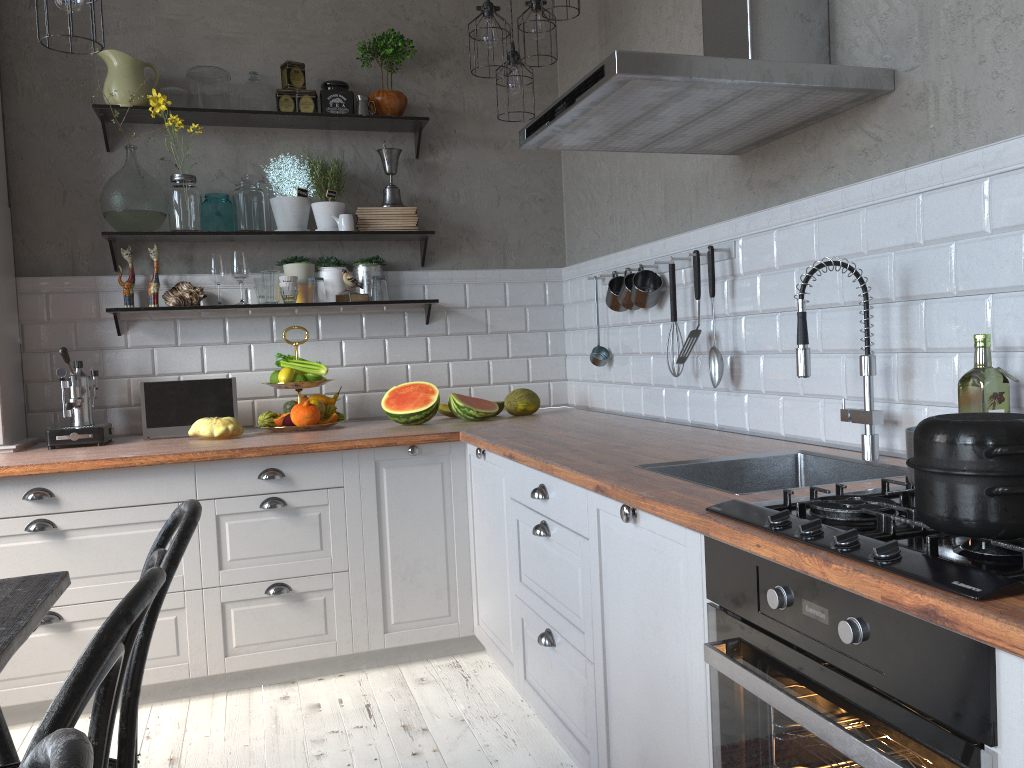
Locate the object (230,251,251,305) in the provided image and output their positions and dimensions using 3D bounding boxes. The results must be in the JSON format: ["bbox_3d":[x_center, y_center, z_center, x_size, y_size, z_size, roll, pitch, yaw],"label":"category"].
[{"bbox_3d":[-1.113,-0.433,3.634,0.083,0.217,0.080,-4,3,-31],"label":"object"}]

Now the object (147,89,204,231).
[{"bbox_3d":[-1.333,-0.878,3.515,0.195,0.540,0.276,-4,3,-25],"label":"object"}]

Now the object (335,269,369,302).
[{"bbox_3d":[-0.686,-0.423,3.815,0.098,0.147,0.121,-1,3,40],"label":"object"}]

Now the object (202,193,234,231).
[{"bbox_3d":[-1.229,-0.705,3.704,0.127,0.172,0.125,-3,3,-14],"label":"object"}]

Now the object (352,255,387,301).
[{"bbox_3d":[-0.627,-0.463,3.934,0.161,0.213,0.151,-4,3,-20],"label":"object"}]

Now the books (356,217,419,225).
[{"bbox_3d":[-0.550,-0.720,3.906,0.264,0.011,0.156,-3,2,-15],"label":"books"}]

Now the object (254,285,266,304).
[{"bbox_3d":[-1.055,-0.374,3.768,0.078,0.083,0.078,-3,2,0],"label":"object"}]

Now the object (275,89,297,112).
[{"bbox_3d":[-0.950,-1.173,3.726,0.084,0.113,0.082,-3,3,-17],"label":"object"}]

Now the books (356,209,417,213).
[{"bbox_3d":[-0.551,-0.752,3.905,0.263,0.016,0.156,-3,2,-9],"label":"books"}]

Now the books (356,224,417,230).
[{"bbox_3d":[-0.548,-0.687,3.907,0.262,0.016,0.157,-3,2,-6],"label":"books"}]

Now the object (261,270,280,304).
[{"bbox_3d":[-1.006,-0.402,3.705,0.080,0.139,0.077,-5,4,-45],"label":"object"}]

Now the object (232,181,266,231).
[{"bbox_3d":[-1.086,-0.726,3.658,0.124,0.206,0.125,-2,3,5],"label":"object"}]

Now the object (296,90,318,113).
[{"bbox_3d":[-0.865,-1.178,3.751,0.083,0.113,0.082,-3,3,-7],"label":"object"}]

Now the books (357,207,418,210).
[{"bbox_3d":[-0.552,-0.763,3.904,0.263,0.011,0.156,-3,2,-12],"label":"books"}]

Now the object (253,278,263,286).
[{"bbox_3d":[-1.057,-0.407,3.766,0.078,0.083,0.078,-3,2,0],"label":"object"}]

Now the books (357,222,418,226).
[{"bbox_3d":[-0.549,-0.698,3.907,0.263,0.016,0.156,-3,2,-9],"label":"books"}]

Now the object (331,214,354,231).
[{"bbox_3d":[-0.705,-0.682,3.760,0.105,0.071,0.063,-2,3,12],"label":"object"}]

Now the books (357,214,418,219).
[{"bbox_3d":[-0.550,-0.730,3.906,0.263,0.011,0.156,-3,2,-12],"label":"books"}]

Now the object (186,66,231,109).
[{"bbox_3d":[-1.241,-1.191,3.636,0.169,0.184,0.174,-2,3,22],"label":"object"}]

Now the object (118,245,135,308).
[{"bbox_3d":[-1.557,-0.431,3.584,0.060,0.264,0.054,0,3,44],"label":"object"}]

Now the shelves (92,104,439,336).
[{"bbox_3d":[-0.998,-0.660,3.751,1.333,0.923,0.225,-3,3,-18],"label":"shelves"}]

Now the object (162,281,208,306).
[{"bbox_3d":[-1.342,-0.367,3.616,0.180,0.111,0.094,-5,3,-40],"label":"object"}]

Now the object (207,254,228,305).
[{"bbox_3d":[-1.225,-0.430,3.695,0.083,0.217,0.080,-4,3,-31],"label":"object"}]

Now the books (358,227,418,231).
[{"bbox_3d":[-0.548,-0.677,3.908,0.263,0.011,0.156,-3,2,-12],"label":"books"}]

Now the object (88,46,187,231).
[{"bbox_3d":[-1.516,-0.937,3.498,0.331,0.674,0.341,-1,3,41],"label":"object"}]

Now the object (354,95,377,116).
[{"bbox_3d":[-0.626,-1.182,3.780,0.094,0.096,0.073,-3,3,-17],"label":"object"}]

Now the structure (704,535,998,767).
[{"bbox_3d":[0.696,0.559,1.335,0.626,0.623,0.614,-3,3,-17],"label":"structure"}]

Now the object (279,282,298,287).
[{"bbox_3d":[-0.928,-0.395,3.687,0.077,0.051,0.077,-3,2,1],"label":"object"}]

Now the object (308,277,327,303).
[{"bbox_3d":[-0.832,-0.398,3.775,0.079,0.108,0.076,-4,3,-24],"label":"object"}]

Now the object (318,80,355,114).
[{"bbox_3d":[-0.762,-1.217,3.836,0.144,0.174,0.140,-3,3,-17],"label":"object"}]

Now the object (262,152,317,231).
[{"bbox_3d":[-0.935,-0.814,3.799,0.245,0.354,0.234,-3,2,0],"label":"object"}]

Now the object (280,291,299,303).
[{"bbox_3d":[-0.926,-0.361,3.688,0.078,0.051,0.076,-4,3,-25],"label":"object"}]

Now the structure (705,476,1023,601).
[{"bbox_3d":[0.652,0.196,1.315,0.502,0.031,0.598,-3,3,-17],"label":"structure"}]

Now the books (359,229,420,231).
[{"bbox_3d":[-0.547,-0.665,3.909,0.264,0.011,0.156,-3,2,-15],"label":"books"}]

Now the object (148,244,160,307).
[{"bbox_3d":[-1.451,-0.436,3.603,0.052,0.264,0.062,-2,3,19],"label":"object"}]

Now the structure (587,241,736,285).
[{"bbox_3d":[0.501,-0.428,3.232,0.096,0.053,1.072,-3,3,-16],"label":"structure"}]

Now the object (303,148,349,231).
[{"bbox_3d":[-0.794,-0.832,3.792,0.166,0.380,0.187,-1,3,33],"label":"object"}]

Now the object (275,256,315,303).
[{"bbox_3d":[-0.931,-0.450,3.815,0.160,0.217,0.153,-5,3,-38],"label":"object"}]

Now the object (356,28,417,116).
[{"bbox_3d":[-0.530,-1.340,3.861,0.260,0.397,0.242,-2,3,7],"label":"object"}]

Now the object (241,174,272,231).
[{"bbox_3d":[-1.107,-0.760,3.807,0.132,0.264,0.130,-3,3,-12],"label":"object"}]

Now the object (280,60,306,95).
[{"bbox_3d":[-0.919,-1.286,3.721,0.084,0.113,0.081,-5,3,-37],"label":"object"}]

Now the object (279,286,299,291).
[{"bbox_3d":[-0.927,-0.378,3.687,0.078,0.051,0.076,-4,3,-25],"label":"object"}]

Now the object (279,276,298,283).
[{"bbox_3d":[-0.929,-0.421,3.685,0.079,0.051,0.076,-4,3,-32],"label":"object"}]

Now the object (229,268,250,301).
[{"bbox_3d":[-1.141,-0.435,3.718,0.083,0.217,0.080,-4,3,-31],"label":"object"}]

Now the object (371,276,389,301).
[{"bbox_3d":[-0.575,-0.412,3.834,0.079,0.108,0.076,-4,3,-24],"label":"object"}]

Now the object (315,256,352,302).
[{"bbox_3d":[-0.784,-0.455,3.873,0.172,0.214,0.148,-2,3,12],"label":"object"}]

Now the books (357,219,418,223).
[{"bbox_3d":[-0.549,-0.709,3.907,0.263,0.011,0.156,-3,2,-12],"label":"books"}]

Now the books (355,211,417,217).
[{"bbox_3d":[-0.551,-0.741,3.905,0.262,0.016,0.157,-3,2,-6],"label":"books"}]

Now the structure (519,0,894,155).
[{"bbox_3d":[0.424,-1.477,2.279,0.722,1.596,0.703,-3,3,-17],"label":"structure"}]

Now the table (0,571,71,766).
[{"bbox_3d":[-1.073,0.806,0.827,0.916,0.735,1.895,-3,3,-17],"label":"table"}]

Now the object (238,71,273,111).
[{"bbox_3d":[-1.096,-1.221,3.782,0.137,0.220,0.142,-1,3,32],"label":"object"}]
